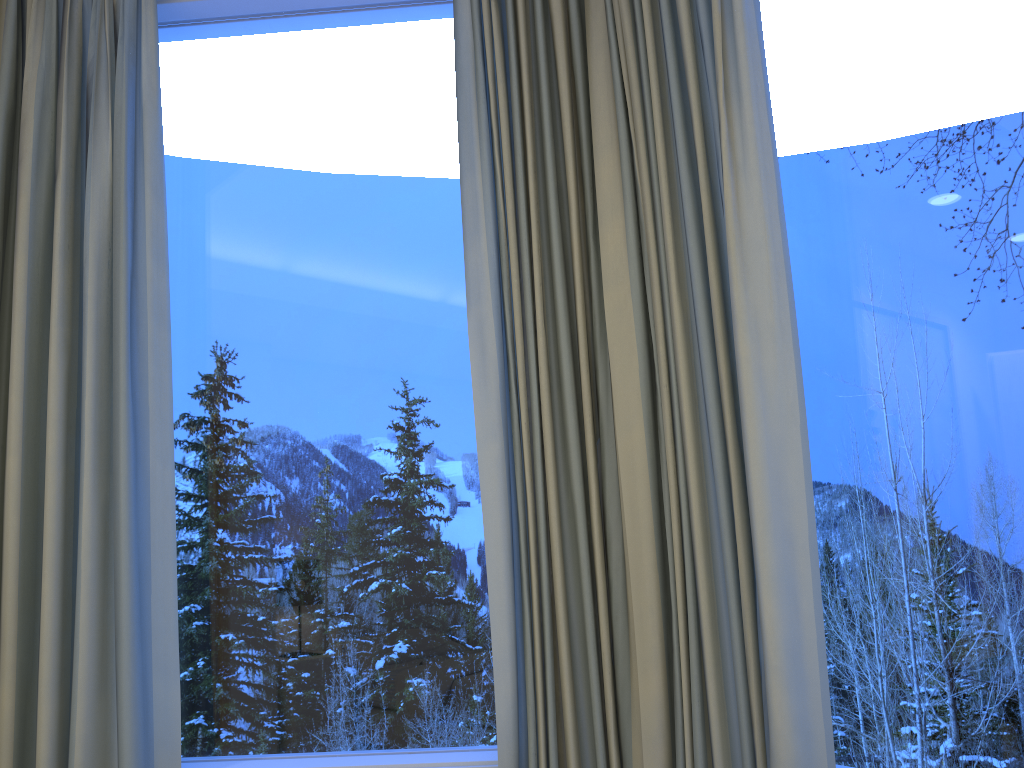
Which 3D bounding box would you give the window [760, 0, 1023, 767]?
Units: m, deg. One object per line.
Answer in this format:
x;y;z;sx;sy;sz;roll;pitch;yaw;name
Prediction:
0.842;-0.048;0.931;0.206;2.012;1.522;4;-11;-40;window

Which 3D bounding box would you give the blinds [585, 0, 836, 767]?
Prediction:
0.234;0.222;1.301;0.527;2.351;0.267;-10;-11;42;blinds

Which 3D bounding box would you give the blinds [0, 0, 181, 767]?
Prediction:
-0.809;0.299;1.444;0.642;2.357;0.297;-3;-8;1;blinds

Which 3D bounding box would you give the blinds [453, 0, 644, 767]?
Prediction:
0.079;0.250;1.413;0.524;2.354;0.271;-3;-8;3;blinds
